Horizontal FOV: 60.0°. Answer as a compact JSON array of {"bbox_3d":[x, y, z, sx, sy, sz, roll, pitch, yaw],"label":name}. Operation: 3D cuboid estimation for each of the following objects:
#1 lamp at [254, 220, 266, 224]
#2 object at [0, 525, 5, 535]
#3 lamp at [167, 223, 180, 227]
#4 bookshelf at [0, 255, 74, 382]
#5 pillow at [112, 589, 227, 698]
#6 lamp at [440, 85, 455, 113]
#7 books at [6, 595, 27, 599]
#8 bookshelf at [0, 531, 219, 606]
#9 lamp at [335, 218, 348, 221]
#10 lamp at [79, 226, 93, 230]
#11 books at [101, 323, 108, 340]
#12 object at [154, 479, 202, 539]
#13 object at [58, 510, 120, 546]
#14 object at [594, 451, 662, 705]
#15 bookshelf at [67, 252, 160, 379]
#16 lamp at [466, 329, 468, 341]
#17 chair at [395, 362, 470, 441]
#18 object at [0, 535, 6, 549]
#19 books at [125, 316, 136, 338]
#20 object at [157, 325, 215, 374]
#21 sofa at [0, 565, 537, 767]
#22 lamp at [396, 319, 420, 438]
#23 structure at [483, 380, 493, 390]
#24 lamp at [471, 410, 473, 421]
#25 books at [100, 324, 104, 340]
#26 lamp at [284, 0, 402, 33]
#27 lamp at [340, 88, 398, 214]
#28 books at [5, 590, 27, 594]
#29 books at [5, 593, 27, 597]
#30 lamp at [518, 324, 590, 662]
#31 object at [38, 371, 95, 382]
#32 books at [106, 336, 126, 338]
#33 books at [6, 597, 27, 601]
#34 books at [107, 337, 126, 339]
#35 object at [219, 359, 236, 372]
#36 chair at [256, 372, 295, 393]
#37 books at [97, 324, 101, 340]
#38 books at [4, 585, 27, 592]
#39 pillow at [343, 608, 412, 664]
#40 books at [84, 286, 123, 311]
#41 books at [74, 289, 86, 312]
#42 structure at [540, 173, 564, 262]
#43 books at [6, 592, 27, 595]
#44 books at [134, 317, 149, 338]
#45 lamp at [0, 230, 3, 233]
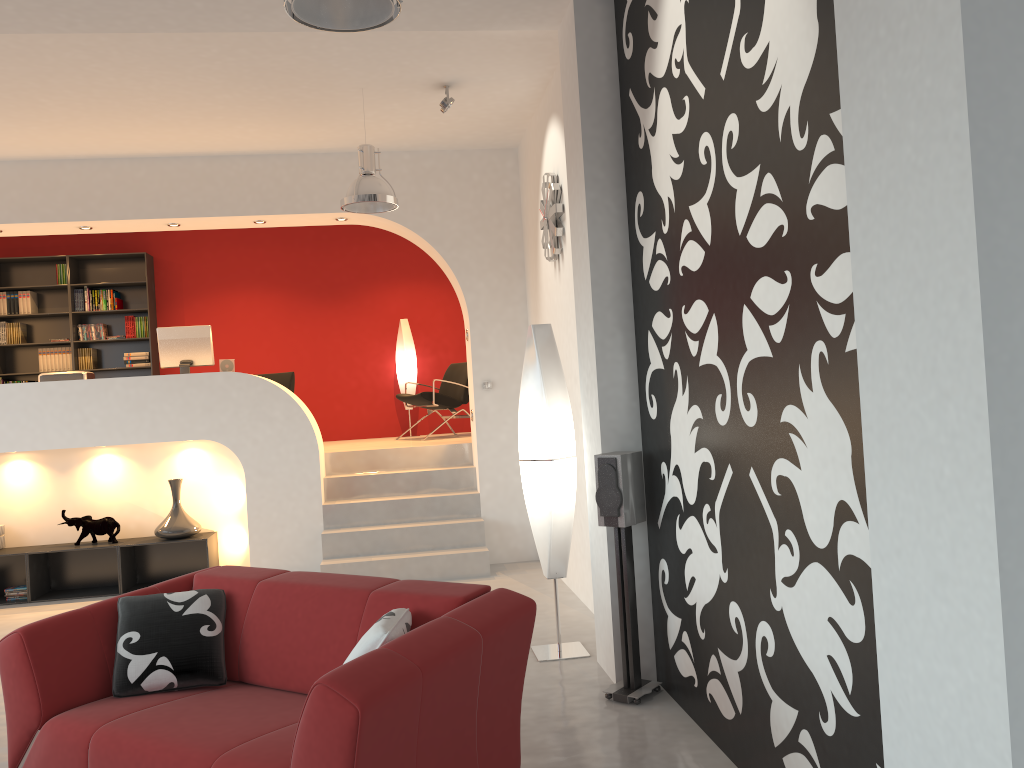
[{"bbox_3d":[-2.131,-1.367,7.500,0.105,0.011,0.105,-3,-1,-19],"label":"lamp"},{"bbox_3d":[-4.387,1.212,7.143,0.430,0.077,0.349,-3,-1,-8],"label":"object"},{"bbox_3d":[-2.824,-1.326,7.408,0.105,0.011,0.105,-3,-1,-19],"label":"lamp"},{"bbox_3d":[-5.175,-0.264,9.692,0.816,2.213,0.305,-3,-1,-8],"label":"bookshelf"},{"bbox_3d":[-1.309,0.987,3.412,0.402,0.343,0.288,-3,-1,-15],"label":"pillow"},{"bbox_3d":[-0.436,-1.908,5.951,0.112,0.176,0.118,-4,-1,35],"label":"lamp"},{"bbox_3d":[-3.954,1.705,7.163,0.190,0.015,0.135,-3,-1,-8],"label":"books"},{"bbox_3d":[-3.850,1.536,7.203,2.764,0.397,0.405,-3,-1,-8],"label":"bookshelf"},{"bbox_3d":[-1.458,-1.408,7.590,0.105,0.011,0.105,-3,-1,-19],"label":"lamp"},{"bbox_3d":[-3.517,-1.284,7.316,0.105,0.011,0.105,-3,-1,-19],"label":"lamp"},{"bbox_3d":[-4.513,-0.572,9.838,0.031,0.190,0.135,-3,-1,-8],"label":"books"},{"bbox_3d":[-2.778,1.032,7.354,0.369,0.481,0.369,-3,-1,-42],"label":"object"},{"bbox_3d":[-3.463,1.167,7.286,0.507,0.296,0.191,-4,-1,8],"label":"object"},{"bbox_3d":[0.521,0.872,4.067,0.214,1.112,0.229,-4,-1,37],"label":"object"},{"bbox_3d":[-4.368,-0.312,9.799,0.816,2.213,0.305,-3,-1,-8],"label":"bookshelf"},{"bbox_3d":[-0.391,-0.424,7.710,0.011,0.105,0.105,-3,-1,-8],"label":"lamp"},{"bbox_3d":[-0.785,0.172,9.428,0.768,0.795,0.664,-3,-1,-33],"label":"chair"},{"bbox_3d":[-4.380,1.309,7.134,0.430,0.100,0.365,-3,-1,-8],"label":"object"},{"bbox_3d":[-4.228,-0.622,9.869,0.090,0.256,0.181,-3,-1,-8],"label":"books"},{"bbox_3d":[-2.859,-0.279,7.791,0.458,0.452,0.230,-3,-1,-8],"label":"object"},{"bbox_3d":[-0.895,1.135,3.145,1.929,0.738,0.951,-4,-1,32],"label":"sofa"},{"bbox_3d":[-1.201,-0.069,10.168,0.237,1.349,0.237,-4,-1,1],"label":"lamp"},{"bbox_3d":[-0.205,0.011,7.465,0.080,0.080,0.016,-3,-1,-8],"label":"structure"},{"bbox_3d":[-0.348,0.273,7.702,0.011,0.105,0.105,-3,-1,-8],"label":"lamp"},{"bbox_3d":[-4.527,-0.571,9.836,0.031,0.190,0.135,-3,-1,-8],"label":"books"},{"bbox_3d":[-0.577,-1.628,2.911,0.379,0.800,0.379,-3,-1,-15],"label":"lamp"},{"bbox_3d":[-0.968,-1.569,5.885,0.379,0.800,0.379,-3,-1,-36],"label":"lamp"},{"bbox_3d":[-3.964,1.661,7.156,0.190,0.015,0.135,-3,-1,-8],"label":"books"},{"bbox_3d":[-3.965,1.691,7.162,0.190,0.015,0.135,-3,-1,-3],"label":"books"},{"bbox_3d":[0.205,0.566,4.821,0.313,1.779,0.313,-4,-1,1],"label":"lamp"},{"bbox_3d":[-3.842,0.007,7.737,0.397,0.217,0.458,-3,-1,-8],"label":"object"},{"bbox_3d":[-4.387,-0.521,9.854,0.190,0.015,0.135,-3,-1,-3],"label":"books"},{"bbox_3d":[-3.959,1.721,7.162,0.190,0.015,0.135,-3,-1,-13],"label":"books"},{"bbox_3d":[-4.376,-0.507,9.855,0.190,0.015,0.135,-3,-1,-8],"label":"books"},{"bbox_3d":[-2.530,-0.145,7.883,0.133,0.147,0.151,-3,-1,-24],"label":"object"},{"bbox_3d":[-2.648,0.283,9.122,0.664,0.795,0.768,-4,-1,12],"label":"chair"},{"bbox_3d":[-4.557,-0.569,9.832,0.031,0.190,0.135,-3,-1,-8],"label":"books"},{"bbox_3d":[-3.975,1.647,7.162,0.190,0.015,0.135,-3,-1,-13],"label":"books"},{"bbox_3d":[-0.472,0.929,2.872,0.288,0.343,0.402,-4,-1,0],"label":"pillow"},{"bbox_3d":[-4.519,-0.937,9.813,0.341,0.286,0.231,-3,-1,-8],"label":"books"},{"bbox_3d":[-4.755,-0.907,9.805,0.090,0.256,0.181,-3,-1,-8],"label":"books"},{"bbox_3d":[0.255,-1.132,6.027,0.090,0.596,0.596,-3,-1,-8],"label":"structure"},{"bbox_3d":[-3.960,1.676,7.163,0.190,0.015,0.135,-3,-1,-8],"label":"books"},{"bbox_3d":[-4.109,-0.621,9.884,0.146,0.240,0.170,-3,-1,-8],"label":"books"},{"bbox_3d":[-4.210,-1.243,7.224,0.105,0.011,0.105,-3,-1,-19],"label":"lamp"}]
